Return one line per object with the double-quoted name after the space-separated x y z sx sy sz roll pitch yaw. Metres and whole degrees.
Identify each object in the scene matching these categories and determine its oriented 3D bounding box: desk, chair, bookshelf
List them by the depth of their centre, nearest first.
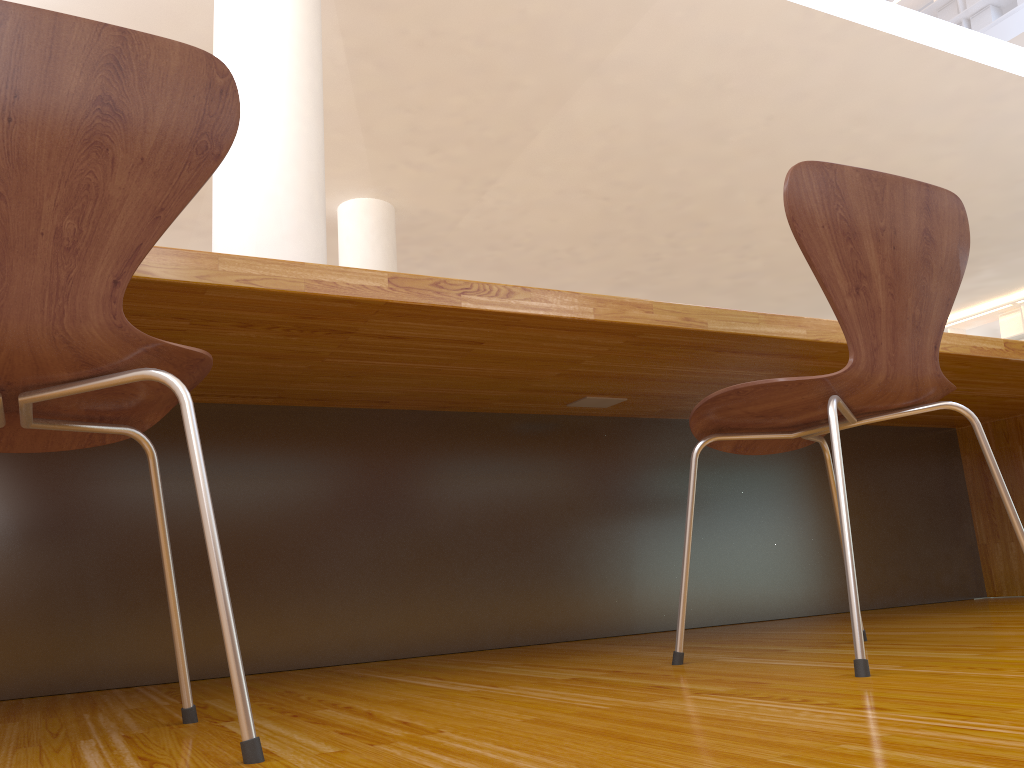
-0.512 0.027 0.907 0.428 0.693 0.381 3 -15 -28 "chair"
0.497 0.069 1.392 0.428 0.693 0.381 3 -15 -28 "chair"
0.113 0.420 2.220 3.243 0.785 1.527 3 -15 -28 "desk"
5.666 -0.131 8.683 0.498 1.836 2.984 3 -15 -28 "bookshelf"
5.386 -4.078 9.603 0.498 1.836 2.984 3 -15 -28 "bookshelf"

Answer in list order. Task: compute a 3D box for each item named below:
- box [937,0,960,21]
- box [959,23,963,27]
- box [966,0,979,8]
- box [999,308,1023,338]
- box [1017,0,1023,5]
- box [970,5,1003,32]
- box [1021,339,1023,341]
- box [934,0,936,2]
5.114 -4.252 10.290 0.274 0.296 0.245 3 -15 -28 "box"
5.141 -3.935 10.207 0.274 0.296 0.245 3 -15 -28 "box"
5.280 -4.335 9.980 0.274 0.296 0.245 3 -15 -28 "box"
5.371 -0.624 9.445 0.274 0.296 0.245 3 -15 -28 "box"
5.550 -4.141 9.445 0.274 0.296 0.245 3 -15 -28 "box"
5.303 -4.016 9.906 0.274 0.296 0.245 3 -15 -28 "box"
5.394 -0.305 9.371 0.274 0.296 0.245 3 -15 -28 "box"
5.091 -4.570 10.364 0.274 0.296 0.245 3 -15 -28 "box"
